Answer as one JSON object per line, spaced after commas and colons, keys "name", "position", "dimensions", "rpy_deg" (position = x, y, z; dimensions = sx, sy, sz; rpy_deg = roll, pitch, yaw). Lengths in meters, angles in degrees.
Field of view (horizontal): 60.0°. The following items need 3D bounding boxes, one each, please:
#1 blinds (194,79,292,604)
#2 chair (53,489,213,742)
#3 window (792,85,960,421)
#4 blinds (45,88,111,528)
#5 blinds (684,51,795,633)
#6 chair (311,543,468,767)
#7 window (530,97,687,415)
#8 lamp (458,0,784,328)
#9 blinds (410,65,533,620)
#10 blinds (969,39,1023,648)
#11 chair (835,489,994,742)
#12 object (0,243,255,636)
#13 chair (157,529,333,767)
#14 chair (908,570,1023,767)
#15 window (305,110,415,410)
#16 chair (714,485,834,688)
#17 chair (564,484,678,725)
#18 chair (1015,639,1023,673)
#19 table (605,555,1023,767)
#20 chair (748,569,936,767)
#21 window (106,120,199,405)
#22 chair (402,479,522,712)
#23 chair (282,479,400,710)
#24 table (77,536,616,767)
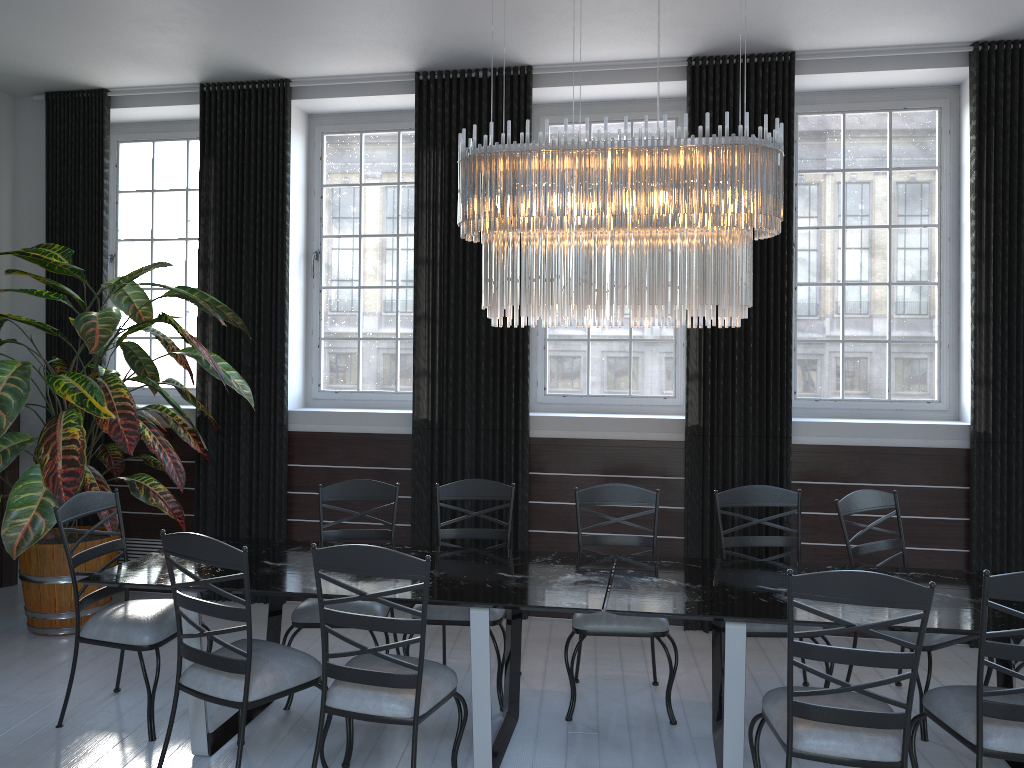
{"name": "blinds", "position": [-1.722, -0.268, 5.639], "dimensions": [0.623, 3.315, 0.099], "rpy_deg": [0, -1, 11]}
{"name": "chair", "position": [-1.632, 0.958, 3.843], "dimensions": [0.503, 0.965, 0.496], "rpy_deg": [0, 0, 11]}
{"name": "window", "position": [2.134, -0.783, 5.327], "dimensions": [1.033, 1.991, 0.133], "rpy_deg": [0, -1, 11]}
{"name": "blinds", "position": [-2.899, -0.285, 5.880], "dimensions": [0.455, 3.315, 0.102], "rpy_deg": [0, -1, 11]}
{"name": "blinds", "position": [1.294, -0.224, 5.061], "dimensions": [0.605, 3.315, 0.111], "rpy_deg": [0, -1, 11]}
{"name": "chair", "position": [-0.445, 0.990, 3.075], "dimensions": [0.496, 0.965, 0.503], "rpy_deg": [0, 0, 12]}
{"name": "window", "position": [0.623, -0.805, 5.613], "dimensions": [1.033, 1.991, 0.133], "rpy_deg": [0, -1, 11]}
{"name": "lamp", "position": [0.412, -1.037, 3.489], "dimensions": [1.272, 1.626, 0.440], "rpy_deg": [1, -1, 10]}
{"name": "blinds", "position": [-0.254, -0.247, 5.356], "dimensions": [0.739, 3.315, 0.111], "rpy_deg": [0, -1, 11]}
{"name": "blinds", "position": [2.811, -0.203, 4.785], "dimensions": [0.623, 3.315, 0.087], "rpy_deg": [0, -1, 11]}
{"name": "chair", "position": [1.784, 0.986, 3.956], "dimensions": [0.496, 0.965, 0.503], "rpy_deg": [1, 0, -28]}
{"name": "object", "position": [-2.440, 0.266, 4.999], "dimensions": [1.807, 2.243, 1.740], "rpy_deg": [1, 0, 37]}
{"name": "chair", "position": [-0.980, 0.981, 3.218], "dimensions": [0.496, 0.965, 0.503], "rpy_deg": [0, 0, 28]}
{"name": "chair", "position": [1.579, 1.016, 2.813], "dimensions": [0.496, 0.965, 0.503], "rpy_deg": [1, 0, 5]}
{"name": "window", "position": [-0.887, -0.827, 5.902], "dimensions": [1.033, 1.991, 0.133], "rpy_deg": [0, -1, 11]}
{"name": "chair", "position": [1.176, 0.978, 4.044], "dimensions": [0.496, 0.965, 0.503], "rpy_deg": [0, 0, 9]}
{"name": "chair", "position": [0.487, 0.967, 4.039], "dimensions": [0.490, 0.956, 0.503], "rpy_deg": [1, 0, 4]}
{"name": "chair", "position": [2.354, 1.002, 3.558], "dimensions": [0.503, 0.965, 0.496], "rpy_deg": [1, 0, -32]}
{"name": "table", "position": [1.372, 1.124, 3.301], "dimensions": [1.996, 0.697, 0.891], "rpy_deg": [1, 1, 10]}
{"name": "chair", "position": [1.012, 1.012, 2.784], "dimensions": [0.496, 0.965, 0.503], "rpy_deg": [0, 0, 10]}
{"name": "window", "position": [-2.398, -0.849, 6.191], "dimensions": [1.033, 1.991, 0.133], "rpy_deg": [0, -1, 11]}
{"name": "chair", "position": [-0.207, 0.962, 4.171], "dimensions": [0.496, 0.965, 0.503], "rpy_deg": [0, 0, 13]}
{"name": "chair", "position": [-0.751, 0.958, 4.120], "dimensions": [0.496, 0.965, 0.503], "rpy_deg": [0, 0, 7]}
{"name": "table", "position": [-0.601, 1.097, 3.634], "dimensions": [1.996, 0.697, 0.891], "rpy_deg": [1, 1, 10]}
